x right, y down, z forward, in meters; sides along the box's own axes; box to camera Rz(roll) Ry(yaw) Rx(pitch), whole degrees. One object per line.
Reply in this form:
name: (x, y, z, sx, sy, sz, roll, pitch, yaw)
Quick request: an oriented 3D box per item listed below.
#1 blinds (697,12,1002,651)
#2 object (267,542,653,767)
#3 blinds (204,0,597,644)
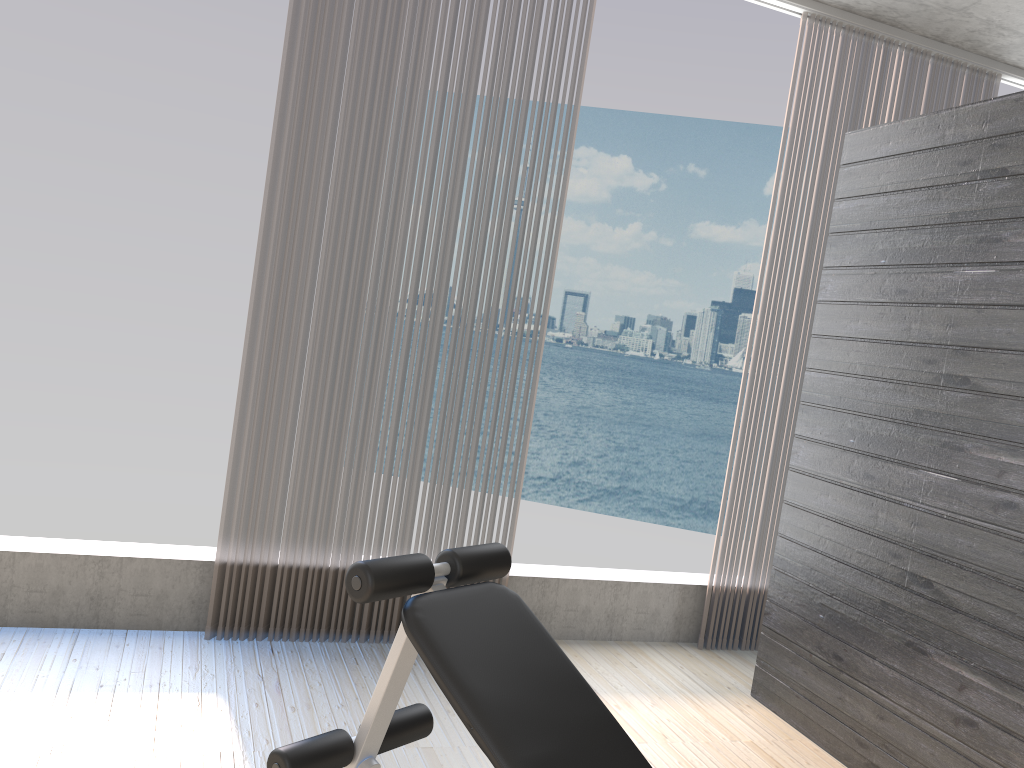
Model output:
blinds: (1.528, -0.141, 3.976, 1.133, 2.744, 0.069, 7, 4, -20)
object: (0.113, 0.791, 1.644, 1.312, 0.746, 0.505, 11, 4, 39)
blinds: (-0.367, -0.385, 3.277, 1.133, 2.744, 0.069, 7, 4, -20)
